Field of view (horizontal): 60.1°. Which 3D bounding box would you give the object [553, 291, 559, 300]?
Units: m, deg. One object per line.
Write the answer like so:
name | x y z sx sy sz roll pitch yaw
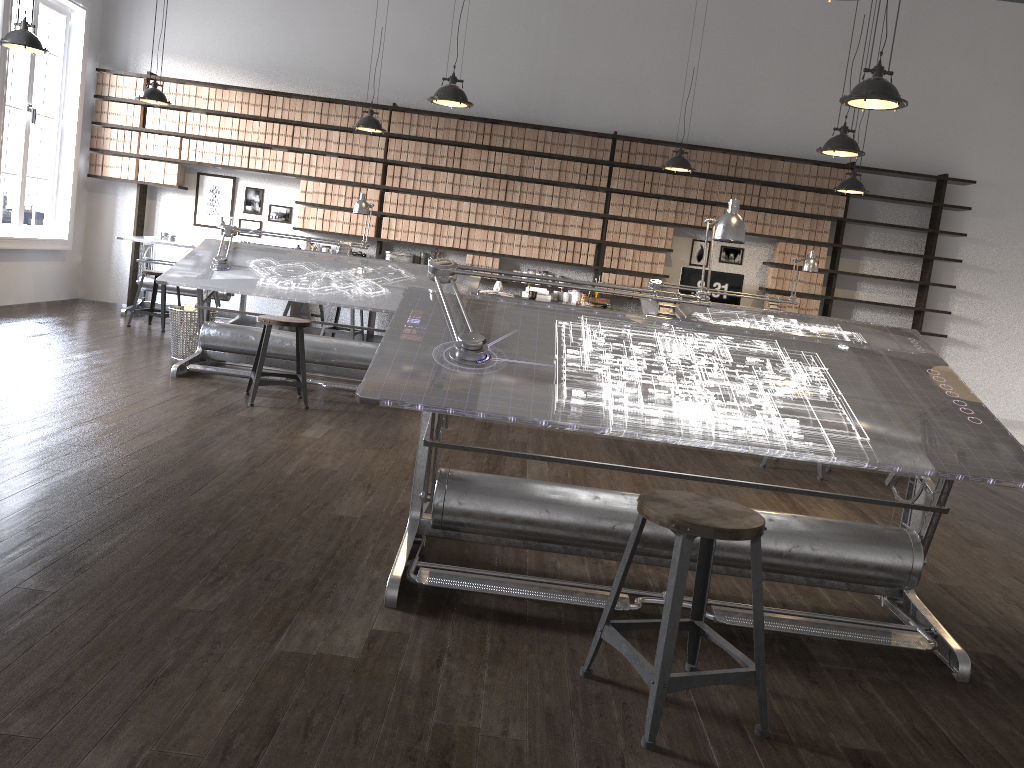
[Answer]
object | 0.462 -0.924 9.260 0.062 0.094 0.062 13 8 41

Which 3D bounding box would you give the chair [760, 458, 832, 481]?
chair | 1.784 0.275 5.426 0.373 0.525 0.359 11 7 28

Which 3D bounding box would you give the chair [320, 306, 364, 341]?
chair | -1.616 -0.623 8.545 0.372 0.525 0.360 8 6 8

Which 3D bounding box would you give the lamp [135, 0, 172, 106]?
lamp | -3.069 -3.629 7.824 0.310 2.241 0.315 5 6 -20

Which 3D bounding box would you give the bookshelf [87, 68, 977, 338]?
bookshelf | 0.045 -1.180 9.483 9.176 3.192 0.375 7 5 0

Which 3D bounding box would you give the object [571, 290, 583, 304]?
object | 0.672 -0.900 9.152 0.105 0.141 0.104 8 7 8

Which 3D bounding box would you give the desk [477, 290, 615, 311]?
desk | 0.147 -0.547 9.070 1.668 0.666 0.659 7 7 0

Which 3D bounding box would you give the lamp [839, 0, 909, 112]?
lamp | 1.877 -2.443 4.148 0.312 2.254 0.313 10 6 25

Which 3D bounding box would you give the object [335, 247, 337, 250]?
object | -1.894 -1.409 9.456 0.036 0.117 0.005 10 6 21

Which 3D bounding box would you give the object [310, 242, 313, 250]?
object | -2.155 -1.443 9.440 0.050 0.139 0.051 7 6 -2

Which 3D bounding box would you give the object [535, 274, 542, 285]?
object | 0.280 -1.102 9.340 0.062 0.119 0.062 4 7 -31

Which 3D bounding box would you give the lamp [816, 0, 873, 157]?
lamp | 2.316 -2.630 5.752 0.312 2.241 0.313 10 6 25

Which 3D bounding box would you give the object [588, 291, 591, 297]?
object | 0.790 -0.895 9.172 0.033 0.147 0.005 7 5 -1

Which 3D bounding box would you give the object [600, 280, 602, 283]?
object | 0.888 -0.984 9.138 0.072 0.185 0.008 13 8 42

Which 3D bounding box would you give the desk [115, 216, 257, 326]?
desk | -3.196 -1.195 9.036 1.269 1.092 1.077 7 7 0

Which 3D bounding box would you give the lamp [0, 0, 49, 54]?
lamp | -3.108 -3.333 5.779 0.310 2.241 0.315 5 6 -20

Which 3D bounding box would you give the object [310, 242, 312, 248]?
object | -2.061 -1.367 9.158 0.071 0.185 0.008 7 5 1

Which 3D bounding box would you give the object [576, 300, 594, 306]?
object | 0.747 -0.817 8.968 0.197 0.050 0.133 3 9 -29

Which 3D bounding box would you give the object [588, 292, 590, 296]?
object | 0.781 -0.896 9.166 0.040 0.129 0.005 7 5 -2

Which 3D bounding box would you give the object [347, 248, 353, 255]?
object | -1.740 -1.365 9.425 0.107 0.161 0.237 3 9 -34

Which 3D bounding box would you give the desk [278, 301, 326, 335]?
desk | -1.603 -0.774 9.079 1.668 0.666 0.659 7 7 0

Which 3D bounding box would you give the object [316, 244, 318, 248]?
object | -2.041 -1.371 9.161 0.055 0.192 0.006 7 5 -1

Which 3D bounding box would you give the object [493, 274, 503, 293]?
object | -0.136 -1.053 9.250 0.101 0.208 0.102 1 8 -45

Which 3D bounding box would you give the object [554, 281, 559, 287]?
object | 0.482 -1.065 9.408 0.054 0.081 0.054 6 6 -10

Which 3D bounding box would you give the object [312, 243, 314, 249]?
object | -2.066 -1.363 9.152 0.005 0.179 0.022 10 6 23

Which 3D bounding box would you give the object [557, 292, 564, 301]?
object | 0.507 -0.911 9.212 0.063 0.093 0.063 13 8 41

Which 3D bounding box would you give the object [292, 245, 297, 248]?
object | -2.240 -1.314 9.085 0.069 0.228 0.068 7 6 -3

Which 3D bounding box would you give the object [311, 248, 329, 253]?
object | -2.003 -1.355 9.287 0.077 0.145 0.346 10 8 22

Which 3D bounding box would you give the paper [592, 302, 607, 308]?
paper | 0.877 -0.800 8.989 0.155 0.038 0.138 10 8 15

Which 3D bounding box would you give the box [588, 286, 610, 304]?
box | 0.907 -0.906 9.134 0.212 0.206 0.138 7 6 0

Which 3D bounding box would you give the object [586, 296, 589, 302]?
object | 0.761 -0.866 9.179 0.060 0.088 0.060 8 6 5

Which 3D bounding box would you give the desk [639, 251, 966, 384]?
desk | 1.939 -0.270 6.265 2.068 1.380 1.082 7 7 0

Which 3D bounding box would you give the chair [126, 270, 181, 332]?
chair | -3.221 -0.759 8.065 0.372 0.525 0.360 8 6 8

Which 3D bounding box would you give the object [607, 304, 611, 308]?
object | 0.989 -0.795 9.051 0.049 0.037 0.049 8 7 4

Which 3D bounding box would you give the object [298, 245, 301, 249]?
object | -2.238 -1.336 9.240 0.069 0.228 0.068 7 6 -3

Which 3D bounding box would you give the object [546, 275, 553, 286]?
object | 0.398 -1.097 9.408 0.062 0.119 0.062 4 7 -31

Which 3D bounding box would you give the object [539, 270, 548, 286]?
object | 0.329 -1.126 9.439 0.094 0.161 0.206 8 7 1

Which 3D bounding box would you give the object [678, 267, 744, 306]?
object | 2.029 -0.911 9.133 0.643 0.515 0.205 7 6 0

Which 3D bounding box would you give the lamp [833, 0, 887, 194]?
lamp | 3.166 -2.821 7.797 0.312 2.241 0.313 10 6 25

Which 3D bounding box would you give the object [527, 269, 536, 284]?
object | 0.201 -1.141 9.428 0.095 0.161 0.094 7 6 -4

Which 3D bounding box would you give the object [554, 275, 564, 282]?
object | 0.501 -1.098 9.490 0.094 0.129 0.095 6 7 -13

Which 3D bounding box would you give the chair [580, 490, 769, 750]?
chair | 0.440 0.571 2.248 0.358 0.525 0.374 5 7 -21

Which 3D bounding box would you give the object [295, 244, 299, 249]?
object | -2.239 -1.328 9.156 0.069 0.236 0.068 7 6 -3

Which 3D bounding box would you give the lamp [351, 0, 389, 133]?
lamp | -1.137 -3.380 7.819 0.310 2.241 0.315 5 6 -20

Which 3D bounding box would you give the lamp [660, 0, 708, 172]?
lamp | 1.625 -3.021 7.805 0.312 2.241 0.313 10 6 25

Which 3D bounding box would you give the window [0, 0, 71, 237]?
window | -4.567 -2.524 8.336 0.153 2.298 1.251 7 6 0

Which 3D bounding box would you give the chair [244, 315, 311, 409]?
chair | -1.422 -0.139 5.434 0.358 0.525 0.374 5 7 -21

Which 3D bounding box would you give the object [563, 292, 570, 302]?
object | 0.561 -0.897 9.168 0.062 0.094 0.062 2 8 -40

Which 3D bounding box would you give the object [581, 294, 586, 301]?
object | 0.736 -0.872 9.114 0.049 0.111 0.049 8 6 4

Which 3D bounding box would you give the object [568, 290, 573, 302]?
object | 0.626 -0.916 9.259 0.095 0.127 0.094 7 6 -4

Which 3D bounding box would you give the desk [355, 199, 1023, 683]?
desk | 0.584 0.022 3.099 2.068 1.380 1.082 7 7 0

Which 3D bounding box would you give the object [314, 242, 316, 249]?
object | -2.044 -1.375 9.146 0.055 0.213 0.007 11 7 35

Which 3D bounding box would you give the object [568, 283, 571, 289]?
object | 0.600 -1.066 9.444 0.062 0.095 0.062 11 7 32

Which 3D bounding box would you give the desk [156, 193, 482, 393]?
desk | -1.385 -0.701 6.282 2.279 1.380 1.082 7 7 0

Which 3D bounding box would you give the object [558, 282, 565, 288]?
object | 0.523 -1.059 9.331 0.062 0.095 0.062 11 7 32

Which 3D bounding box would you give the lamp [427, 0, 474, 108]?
lamp | -0.267 -2.965 5.765 0.311 2.241 0.313 9 6 20

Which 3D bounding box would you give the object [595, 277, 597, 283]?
object | 0.872 -0.998 9.139 0.055 0.213 0.007 8 5 7
